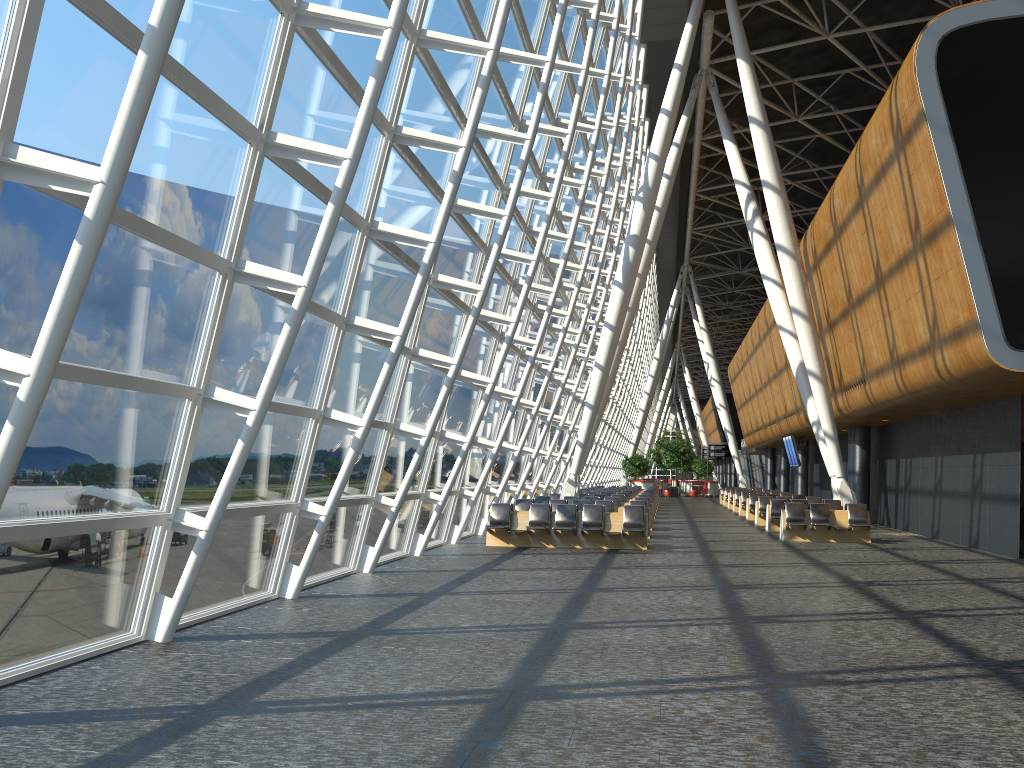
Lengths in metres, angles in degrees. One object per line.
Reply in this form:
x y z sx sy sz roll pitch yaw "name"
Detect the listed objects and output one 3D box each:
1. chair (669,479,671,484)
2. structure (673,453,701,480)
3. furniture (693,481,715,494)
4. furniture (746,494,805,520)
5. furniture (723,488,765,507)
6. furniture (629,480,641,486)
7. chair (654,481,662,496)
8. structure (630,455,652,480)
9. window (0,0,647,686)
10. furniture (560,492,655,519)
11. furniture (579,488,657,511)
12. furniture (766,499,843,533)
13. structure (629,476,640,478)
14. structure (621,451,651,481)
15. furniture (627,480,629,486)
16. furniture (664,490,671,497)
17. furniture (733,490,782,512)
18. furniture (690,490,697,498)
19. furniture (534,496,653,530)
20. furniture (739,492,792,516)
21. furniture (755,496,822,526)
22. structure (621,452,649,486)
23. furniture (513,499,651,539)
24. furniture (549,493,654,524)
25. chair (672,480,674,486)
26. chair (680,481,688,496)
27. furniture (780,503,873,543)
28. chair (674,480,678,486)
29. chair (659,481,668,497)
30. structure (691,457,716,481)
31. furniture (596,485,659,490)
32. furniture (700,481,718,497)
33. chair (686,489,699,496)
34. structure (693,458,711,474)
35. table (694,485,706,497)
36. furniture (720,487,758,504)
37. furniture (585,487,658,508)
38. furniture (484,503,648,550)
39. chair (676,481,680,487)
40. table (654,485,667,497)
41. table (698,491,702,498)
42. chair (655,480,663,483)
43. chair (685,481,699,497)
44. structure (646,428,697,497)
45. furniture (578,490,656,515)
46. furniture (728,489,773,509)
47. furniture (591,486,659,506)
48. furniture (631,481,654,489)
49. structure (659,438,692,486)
13.303 8.667 75.588 0.661 1.010 0.623 1 -1 -5 "chair"
13.814 6.884 69.957 2.279 3.475 2.222 0 -1 23 "structure"
12.928 7.148 60.362 0.889 1.006 2.836 1 -5 -22 "furniture"
8.735 4.071 29.114 1.896 0.868 1.666 0 -4 10 "furniture"
10.811 5.268 40.932 1.896 0.868 1.666 0 -4 10 "furniture"
8.584 7.112 60.429 0.888 1.006 2.838 0 -5 22 "furniture"
9.543 6.923 58.438 0.622 1.010 0.662 0 -2 35 "chair"
9.052 6.461 63.030 1.784 2.851 1.833 1 -2 -32 "structure"
11.958 2.946 83.837 3.719 14.011 166.816 1 -6 10 "window"
3.206 4.090 29.848 3.250 0.868 1.666 0 -4 10 "furniture"
4.244 4.689 35.757 3.250 0.868 1.666 0 -4 10 "furniture"
7.697 3.473 23.204 1.896 0.868 1.666 0 -4 10 "furniture"
9.396 6.812 66.338 1.757 2.812 1.806 1 -2 -32 "structure"
8.228 5.980 58.870 1.919 2.968 1.867 1 -1 -16 "structure"
12.094 9.213 80.441 3.250 0.868 1.666 0 -4 10 "furniture"
9.856 6.933 55.747 0.443 0.460 0.443 2 -3 -37 "furniture"
9.773 4.670 35.023 1.896 0.868 1.666 0 -4 10 "furniture"
11.481 6.965 55.902 0.443 0.460 0.444 0 -3 22 "furniture"
2.168 3.492 23.938 3.250 0.868 1.666 0 -4 10 "furniture"
9.254 4.371 32.068 1.896 0.868 1.666 0 -4 10 "furniture"
8.216 3.772 26.159 1.896 0.868 1.666 0 -4 10 "furniture"
7.813 5.785 55.996 1.734 2.778 1.781 1 -2 -32 "structure"
1.649 3.193 20.983 3.250 0.868 1.666 0 -4 10 "furniture"
2.687 3.791 26.893 3.250 0.868 1.666 0 -4 10 "furniture"
13.360 8.303 71.922 0.661 1.010 0.623 1 -1 -5 "chair"
11.767 7.049 59.480 0.623 1.010 0.662 -1 -2 45 "chair"
7.178 3.174 20.250 1.896 0.868 1.666 0 -4 10 "furniture"
12.987 7.913 68.040 0.661 1.010 0.623 -1 -2 45 "chair"
9.664 6.788 57.068 0.661 1.010 0.623 0 -2 35 "chair"
14.365 6.871 66.274 1.734 2.778 1.781 1 -2 -32 "structure"
5.801 5.586 44.621 3.250 0.868 1.666 0 -4 10 "furniture"
12.929 6.853 57.404 0.888 1.006 2.838 0 -5 22 "furniture"
11.920 6.934 58.309 0.623 1.010 0.661 1 -2 -35 "chair"
16.484 7.798 76.466 1.885 2.994 1.936 1 -2 -32 "structure"
12.294 7.004 57.671 0.799 0.749 0.801 -1 -3 26 "table"
11.330 5.567 43.887 1.896 0.868 1.666 0 -4 10 "furniture"
4.763 4.988 38.712 3.250 0.868 1.666 0 -4 10 "furniture"
1.130 2.894 18.029 3.250 0.868 1.666 0 -4 10 "furniture"
11.690 7.165 60.658 0.661 1.010 0.623 -1 -2 45 "chair"
9.433 6.812 56.031 0.799 0.749 0.801 2 -3 -19 "table"
11.906 6.852 56.187 0.799 0.749 0.801 -1 -3 26 "table"
10.840 7.671 65.820 0.622 1.010 0.662 0 -2 35 "chair"
11.676 6.823 57.223 0.661 1.010 0.623 2 -2 -35 "chair"
10.500 5.222 58.919 3.092 4.530 5.820 0 -3 3 "structure"
3.725 4.390 32.802 3.250 0.868 1.666 0 -4 10 "furniture"
10.292 4.969 37.978 1.896 0.868 1.666 0 -4 10 "furniture"
5.282 5.287 41.666 3.250 0.868 1.666 0 -4 10 "furniture"
8.586 6.818 57.471 0.889 1.006 2.836 1 -5 -22 "furniture"
13.689 6.810 74.564 3.093 4.533 5.756 0 -3 33 "structure"
